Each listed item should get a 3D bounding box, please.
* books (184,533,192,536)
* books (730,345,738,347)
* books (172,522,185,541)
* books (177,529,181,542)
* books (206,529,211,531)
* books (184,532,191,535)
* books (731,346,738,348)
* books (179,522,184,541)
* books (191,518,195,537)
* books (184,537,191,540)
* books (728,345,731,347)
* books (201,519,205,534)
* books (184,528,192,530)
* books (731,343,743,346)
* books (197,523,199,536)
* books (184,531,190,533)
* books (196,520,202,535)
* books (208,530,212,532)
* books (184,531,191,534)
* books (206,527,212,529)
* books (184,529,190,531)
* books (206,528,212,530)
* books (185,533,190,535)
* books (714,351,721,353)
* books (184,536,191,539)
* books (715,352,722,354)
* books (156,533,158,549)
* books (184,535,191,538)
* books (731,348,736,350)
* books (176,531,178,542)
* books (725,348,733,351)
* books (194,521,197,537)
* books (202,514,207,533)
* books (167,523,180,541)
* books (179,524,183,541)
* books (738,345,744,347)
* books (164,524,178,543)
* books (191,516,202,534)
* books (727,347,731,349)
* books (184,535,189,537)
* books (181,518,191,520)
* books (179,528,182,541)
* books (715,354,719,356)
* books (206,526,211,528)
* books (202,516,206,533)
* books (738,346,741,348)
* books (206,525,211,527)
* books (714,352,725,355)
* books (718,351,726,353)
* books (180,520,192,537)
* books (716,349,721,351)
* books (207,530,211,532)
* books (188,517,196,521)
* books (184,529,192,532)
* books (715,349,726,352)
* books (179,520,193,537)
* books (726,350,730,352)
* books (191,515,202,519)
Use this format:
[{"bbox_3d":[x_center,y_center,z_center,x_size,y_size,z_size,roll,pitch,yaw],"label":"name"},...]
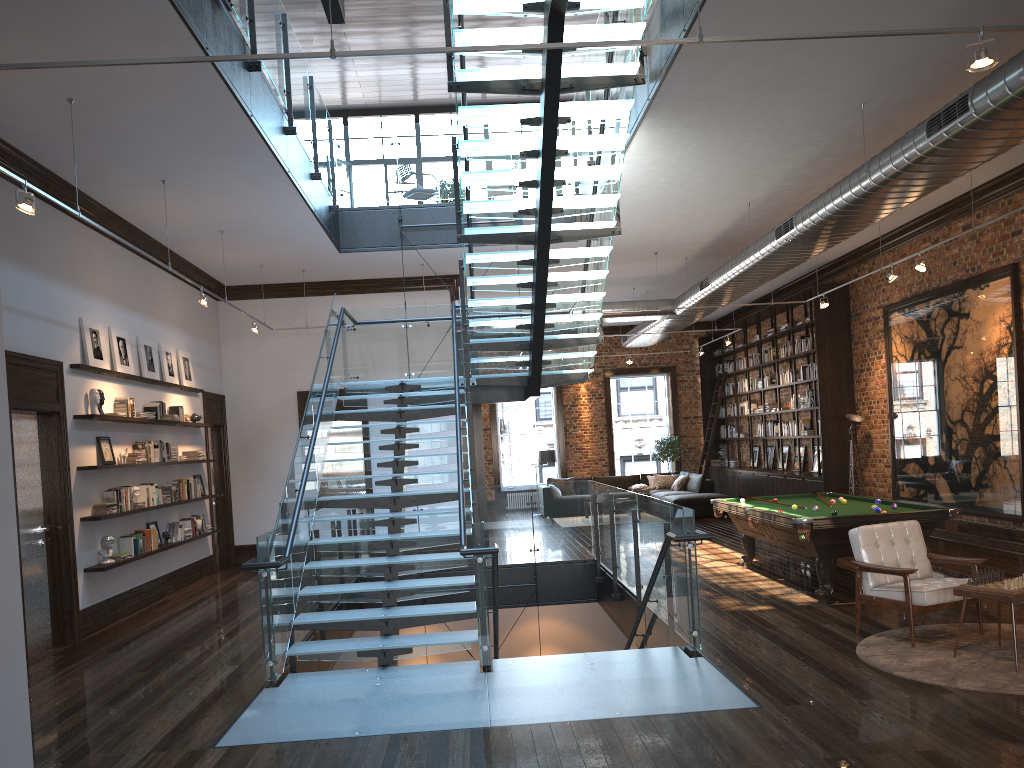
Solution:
[{"bbox_3d":[-4.268,1.960,11.489,0.141,0.011,0.288,-3,-4,2],"label":"books"},{"bbox_3d":[5.200,-0.880,20.508,0.216,0.018,0.377,-3,-4,-5],"label":"books"},{"bbox_3d":[-4.254,1.877,11.282,0.165,0.235,0.094,-3,0,-3],"label":"books"},{"bbox_3d":[-4.254,1.907,11.172,0.137,0.158,0.108,-3,0,-3],"label":"books"},{"bbox_3d":[-4.307,2.050,12.433,0.118,0.008,0.197,-3,-4,-3],"label":"books"},{"bbox_3d":[-4.280,1.940,11.488,0.141,0.011,0.285,-3,-4,-3],"label":"books"},{"bbox_3d":[5.205,-0.860,20.508,0.205,0.024,0.249,-3,-4,1],"label":"books"},{"bbox_3d":[-4.261,1.880,11.261,0.157,0.233,0.107,-3,0,-3],"label":"books"},{"bbox_3d":[-4.282,1.902,11.734,0.164,0.247,0.011,-3,1,-3],"label":"books"},{"bbox_3d":[-4.268,2.002,11.490,0.142,0.011,0.257,-3,-4,-6],"label":"books"},{"bbox_3d":[5.203,-0.900,20.900,0.164,0.022,0.257,-3,-4,1],"label":"books"},{"bbox_3d":[-4.291,1.954,12.132,0.151,0.197,0.029,-3,1,-3],"label":"books"},{"bbox_3d":[-4.273,1.886,11.488,0.141,0.011,0.288,-3,-4,2],"label":"books"},{"bbox_3d":[5.210,-0.916,20.508,0.192,0.007,0.365,-3,-4,-1],"label":"books"},{"bbox_3d":[-4.278,1.948,11.861,0.161,0.170,0.027,-3,1,-3],"label":"books"},{"bbox_3d":[-4.277,1.918,11.488,0.141,0.011,0.287,-3,-4,-1],"label":"books"},{"bbox_3d":[-4.283,1.943,11.983,0.167,0.202,0.095,-3,0,-3],"label":"books"},{"bbox_3d":[-4.305,2.069,12.424,0.141,0.006,0.217,-3,-4,-3],"label":"books"},{"bbox_3d":[-4.279,1.929,11.488,0.141,0.011,0.286,-3,-4,-2],"label":"books"},{"bbox_3d":[-4.313,2.024,12.439,0.159,0.014,0.183,-3,-4,-3],"label":"books"},{"bbox_3d":[-4.273,1.897,11.488,0.142,0.011,0.257,-3,-4,-7],"label":"books"},{"bbox_3d":[-4.315,2.038,12.426,0.155,0.015,0.211,-3,-4,-3],"label":"books"},{"bbox_3d":[-4.269,1.949,11.489,0.142,0.011,0.257,-3,-4,-7],"label":"books"},{"bbox_3d":[5.126,-0.789,21.845,0.230,0.015,0.313,-3,-4,-7],"label":"books"},{"bbox_3d":[-4.273,1.992,11.489,0.142,0.011,0.256,-3,-4,-1],"label":"books"},{"bbox_3d":[5.138,-0.761,21.846,0.226,0.011,0.270,-3,-4,-4],"label":"books"},{"bbox_3d":[-4.213,1.832,10.336,0.154,0.191,0.028,-3,1,-3],"label":"books"},{"bbox_3d":[-4.267,1.981,11.489,0.141,0.011,0.288,-3,-4,-7],"label":"books"},{"bbox_3d":[5.212,-0.816,20.509,0.207,0.017,0.282,-3,-4,-2],"label":"books"},{"bbox_3d":[-4.249,1.904,11.076,0.136,0.155,0.104,-3,0,-3],"label":"books"},{"bbox_3d":[5.176,-0.814,20.900,0.229,0.034,0.273,-3,-4,1],"label":"books"},{"bbox_3d":[-4.273,1.925,11.757,0.176,0.203,0.034,-3,1,-3],"label":"books"},{"bbox_3d":[-4.311,1.933,12.250,0.156,0.258,0.042,-3,1,-3],"label":"books"},{"bbox_3d":[-4.262,1.865,11.129,0.146,0.234,0.142,-3,0,-3],"label":"books"},{"bbox_3d":[-4.253,1.889,11.238,0.151,0.207,0.085,-3,0,-3],"label":"books"},{"bbox_3d":[5.233,-0.854,19.967,0.206,0.018,0.324,-3,-4,-6],"label":"books"},{"bbox_3d":[-4.256,1.866,11.078,0.141,0.224,0.136,-3,0,-3],"label":"books"},{"bbox_3d":[-4.310,1.926,12.110,0.122,0.253,0.013,-3,1,-3],"label":"books"},{"bbox_3d":[5.194,-0.859,20.901,0.192,0.010,0.373,-3,-4,-1],"label":"books"},{"bbox_3d":[-4.276,1.971,11.489,0.141,0.011,0.286,-3,-4,-4],"label":"books"},{"bbox_3d":[-4.291,1.895,11.690,0.134,0.255,0.011,-3,1,-3],"label":"books"},{"bbox_3d":[-4.260,1.911,11.212,0.152,0.164,0.079,-3,0,-3],"label":"books"},{"bbox_3d":[5.140,-0.718,21.847,0.216,0.014,0.335,-3,-4,0],"label":"books"},{"bbox_3d":[-4.317,2.009,12.424,0.125,0.014,0.214,-3,-4,-3],"label":"books"},{"bbox_3d":[-4.304,1.942,12.212,0.139,0.232,0.051,-3,1,-3],"label":"books"},{"bbox_3d":[5.225,-0.835,19.967,0.219,0.019,0.256,-4,-4,2],"label":"books"},{"bbox_3d":[-4.319,1.997,12.432,0.152,0.013,0.196,-3,-4,-3],"label":"books"},{"bbox_3d":[5.136,-0.748,21.846,0.213,0.014,0.357,-3,-4,-7],"label":"books"},{"bbox_3d":[5.165,-0.776,21.847,0.163,0.016,0.330,-3,-4,-5],"label":"books"},{"bbox_3d":[-4.281,1.907,11.644,0.142,0.224,0.012,-3,1,-3],"label":"books"},{"bbox_3d":[5.140,-0.840,21.845,0.189,0.008,0.345,-3,-4,2],"label":"books"},{"bbox_3d":[-4.306,2.061,12.453,0.124,0.013,0.158,-3,-4,-3],"label":"books"},{"bbox_3d":[-4.294,1.911,11.880,0.124,0.250,0.013,-3,1,-3],"label":"books"},{"bbox_3d":[-4.271,1.907,11.488,0.141,0.011,0.288,-3,-4,2],"label":"books"},{"bbox_3d":[5.149,-0.828,21.846,0.190,0.017,0.300,-3,-4,-5],"label":"books"},{"bbox_3d":[-4.279,1.904,11.656,0.162,0.230,0.011,-3,1,-3],"label":"books"},{"bbox_3d":[5.188,-0.765,20.902,0.227,0.036,0.304,-3,-4,-3],"label":"books"},{"bbox_3d":[-4.320,1.928,12.185,0.130,0.262,0.060,-3,1,-3],"label":"books"}]
